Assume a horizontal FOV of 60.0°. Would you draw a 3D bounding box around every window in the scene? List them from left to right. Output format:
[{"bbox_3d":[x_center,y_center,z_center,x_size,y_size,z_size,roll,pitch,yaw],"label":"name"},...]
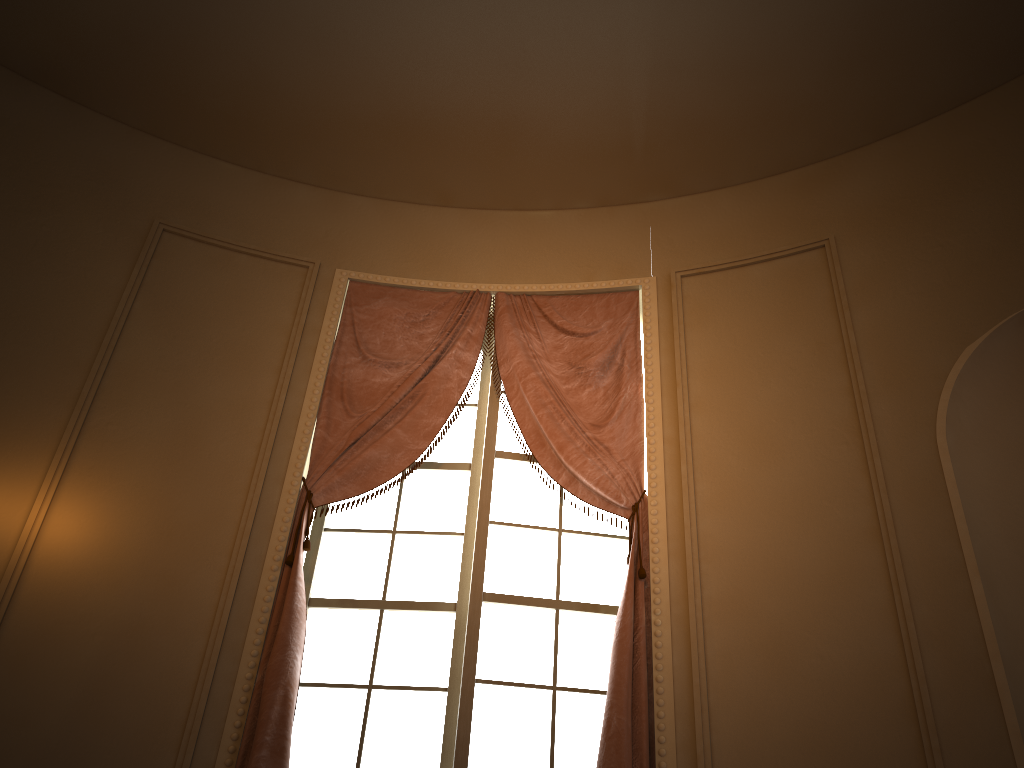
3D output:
[{"bbox_3d":[-0.161,0.803,3.294,1.307,2.782,0.156,3,-36,2],"label":"window"}]

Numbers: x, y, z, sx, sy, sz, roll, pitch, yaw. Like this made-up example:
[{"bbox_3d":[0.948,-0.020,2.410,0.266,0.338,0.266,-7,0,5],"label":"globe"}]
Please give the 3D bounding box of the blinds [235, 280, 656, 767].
[{"bbox_3d":[-0.164,0.718,3.068,1.331,2.919,0.292,3,-36,1],"label":"blinds"}]
